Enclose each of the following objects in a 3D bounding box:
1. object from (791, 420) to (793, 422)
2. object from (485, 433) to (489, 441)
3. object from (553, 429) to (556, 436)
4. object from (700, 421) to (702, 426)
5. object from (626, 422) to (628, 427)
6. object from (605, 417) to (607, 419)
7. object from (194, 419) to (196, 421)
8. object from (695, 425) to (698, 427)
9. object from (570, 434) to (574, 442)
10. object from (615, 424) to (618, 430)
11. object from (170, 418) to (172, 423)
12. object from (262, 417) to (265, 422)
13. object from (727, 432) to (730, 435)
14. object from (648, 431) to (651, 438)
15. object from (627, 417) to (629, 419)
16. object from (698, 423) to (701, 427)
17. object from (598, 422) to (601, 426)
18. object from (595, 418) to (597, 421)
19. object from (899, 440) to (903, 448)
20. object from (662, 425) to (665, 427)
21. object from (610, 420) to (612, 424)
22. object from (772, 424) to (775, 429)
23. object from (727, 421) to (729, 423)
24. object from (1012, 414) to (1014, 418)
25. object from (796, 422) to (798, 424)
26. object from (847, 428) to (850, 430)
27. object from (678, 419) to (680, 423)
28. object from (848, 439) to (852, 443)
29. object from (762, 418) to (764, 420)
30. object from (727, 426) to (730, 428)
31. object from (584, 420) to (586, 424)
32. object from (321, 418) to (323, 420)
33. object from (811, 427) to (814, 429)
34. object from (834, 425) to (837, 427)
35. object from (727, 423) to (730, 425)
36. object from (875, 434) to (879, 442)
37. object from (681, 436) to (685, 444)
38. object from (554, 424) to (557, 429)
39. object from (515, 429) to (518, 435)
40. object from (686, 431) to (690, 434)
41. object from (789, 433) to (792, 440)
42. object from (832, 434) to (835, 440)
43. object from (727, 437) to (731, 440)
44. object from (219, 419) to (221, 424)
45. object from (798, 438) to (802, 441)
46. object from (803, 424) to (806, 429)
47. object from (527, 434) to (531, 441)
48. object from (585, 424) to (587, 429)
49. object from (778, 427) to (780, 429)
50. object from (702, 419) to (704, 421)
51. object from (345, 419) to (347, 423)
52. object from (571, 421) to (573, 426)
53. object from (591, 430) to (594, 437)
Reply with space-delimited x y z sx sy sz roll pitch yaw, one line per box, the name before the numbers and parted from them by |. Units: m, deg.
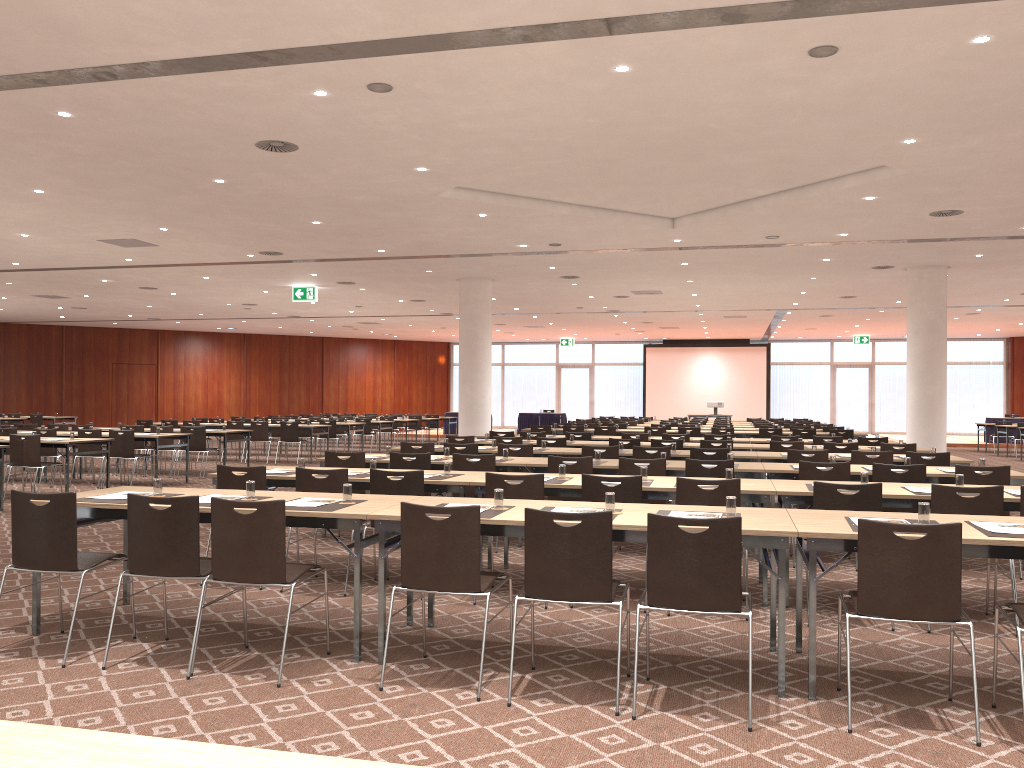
object | 7.383 1.016 23.402 0.054 0.114 0.054 1 -1 -43
object | -0.382 0.801 13.475 0.054 0.114 0.054 1 -1 -43
object | 0.728 0.838 15.253 0.054 0.114 0.054 0 0 25
object | 4.696 0.975 21.998 0.054 0.114 0.054 1 -1 -43
object | 2.649 0.936 20.451 0.054 0.114 0.054 1 0 -20
object | 2.808 1.037 26.586 0.054 0.114 0.054 1 0 -20
object | -7.454 0.874 20.847 0.054 0.114 0.054 1 -1 -43
object | 3.765 0.905 18.117 0.054 0.114 0.054 1 0 -20
object | 0.886 0.805 13.150 0.054 0.114 0.054 0 0 25
object | 2.185 0.901 18.494 0.054 0.114 0.054 1 -1 -43
object | -8.083 0.873 21.003 0.054 0.114 0.054 1 -1 -43
object | -6.343 0.911 22.640 0.054 0.114 0.054 1 -1 -43
object | 3.558 0.846 14.559 0.054 0.114 0.054 0 0 2
object | 2.302 0.842 14.874 0.054 0.114 0.054 0 0 2
object | 3.451 1.039 26.426 0.054 0.114 0.054 1 -1 -43
object | 4.237 0.940 20.054 0.054 0.114 0.054 1 0 -20
object | 2.030 0.934 20.592 0.054 0.114 0.054 1 0 -20
object | 2.347 1.002 24.632 0.054 0.114 0.054 1 0 -20
object | 5.299 0.817 12.076 0.054 0.114 0.054 1 -1 -43
object | 3.126 0.903 18.262 0.054 0.114 0.054 1 0 -20
object | 2.507 0.969 22.549 0.054 0.114 0.054 1 -1 -43
object | 5.804 0.944 19.669 0.054 0.114 0.054 1 -1 -43
object | 5.329 0.977 21.853 0.054 0.114 0.054 1 -1 -43
object | 16.284 1.037 28.811 0.054 0.114 0.054 0 0 25
object | 6.905 0.981 21.474 0.054 0.114 0.054 1 -1 -43
object | 6.600 0.913 17.418 0.054 0.114 0.054 1 0 -20
object | 4.549 1.008 24.100 0.054 0.114 0.054 1 -1 -43
object | 4.663 0.815 12.230 0.054 0.114 0.054 1 0 -20
object | 7.226 1.049 25.509 0.054 0.114 0.054 1 -1 -43
object | 4.387 0.907 17.962 0.054 0.114 0.054 1 0 -20
object | 1.867 0.967 22.691 0.054 0.114 0.054 1 0 -20
object | -4.765 0.916 22.261 0.054 0.114 0.054 1 0 -20
object | 5.957 0.911 17.580 0.054 0.114 0.054 1 -1 -43
object | 7.060 0.948 19.369 0.054 0.114 0.054 1 0 -20
object | 4.863 0.942 19.905 0.054 0.114 0.054 1 0 -20
object | 5.776 0.852 14.028 0.054 0.114 0.054 0 0 2
object | 2.458 0.809 12.775 0.054 0.114 0.054 1 -1 -43
object | 0.920 0.898 18.819 0.054 0.114 0.054 1 0 -20
object | 0.084 0.836 15.404 0.054 0.114 0.054 0 0 2
object | 2.921 0.844 14.718 0.054 0.114 0.054 0 0 2
object | 4.502 0.848 14.335 0.054 0.114 0.054 0 0 25
object | 5.141 0.850 14.187 0.054 0.114 0.054 1 -1 -43
object | 3.088 0.811 12.618 0.054 0.114 0.054 1 -1 -43
object | -6.819 0.876 20.704 0.054 0.114 0.054 1 -1 -43
object | 4.029 0.813 12.390 0.054 0.114 0.054 1 0 -20
object | 6.445 0.946 19.525 0.054 0.114 0.054 1 -1 -43
object | 0.251 0.803 13.316 0.054 0.114 0.054 0 0 25
object | 1.554 0.899 18.663 0.054 0.114 0.054 1 -1 -43
object | 5.339 0.910 17.735 0.054 0.114 0.054 1 -1 -43
object | 5.168 1.010 23.953 0.054 0.114 0.054 1 -1 -43
object | -4.134 0.917 22.092 0.054 0.114 0.054 1 0 -20
object | 1.398 0.933 20.758 0.054 0.114 0.054 1 0 -20
object | 1.365 0.840 15.106 0.054 0.114 0.054 1 -1 -43
